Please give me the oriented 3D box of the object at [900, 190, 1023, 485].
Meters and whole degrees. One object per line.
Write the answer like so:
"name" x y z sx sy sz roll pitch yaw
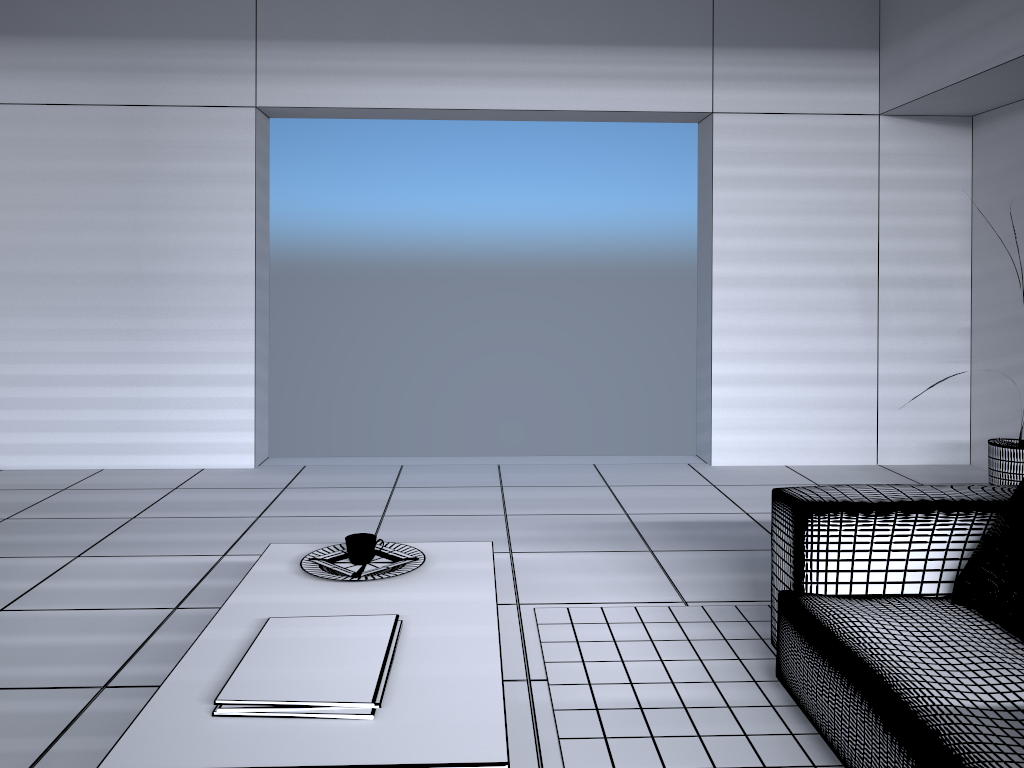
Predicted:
"object" 2.364 -0.090 3.905 1.176 1.581 0.250 2 1 30

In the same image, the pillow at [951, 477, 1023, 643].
"pillow" 1.317 0.444 2.126 0.340 0.387 0.570 0 5 -5

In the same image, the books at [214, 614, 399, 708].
"books" -0.389 0.541 1.751 0.285 0.008 0.418 0 7 -1

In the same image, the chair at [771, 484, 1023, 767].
"chair" 1.213 0.664 1.838 0.960 0.549 1.659 0 6 -3

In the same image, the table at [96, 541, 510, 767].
"table" -0.355 0.728 1.987 0.650 0.387 1.208 0 6 -3

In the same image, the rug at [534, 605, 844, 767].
"rug" 1.024 0.919 2.038 1.798 0.001 2.246 0 7 -3

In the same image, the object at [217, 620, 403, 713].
"object" -0.379 0.548 1.752 0.285 0.008 0.418 0 7 -1

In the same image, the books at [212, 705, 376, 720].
"books" -0.388 0.557 1.740 0.285 0.008 0.418 0 7 -1

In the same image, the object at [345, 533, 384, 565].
"object" -0.396 0.441 2.343 0.096 0.069 0.085 -2 4 -21

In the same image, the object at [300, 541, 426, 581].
"object" -0.394 0.478 2.340 0.330 0.024 0.330 4 7 27

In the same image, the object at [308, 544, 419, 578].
"object" -0.394 0.471 2.344 0.215 0.012 0.218 6 9 43
